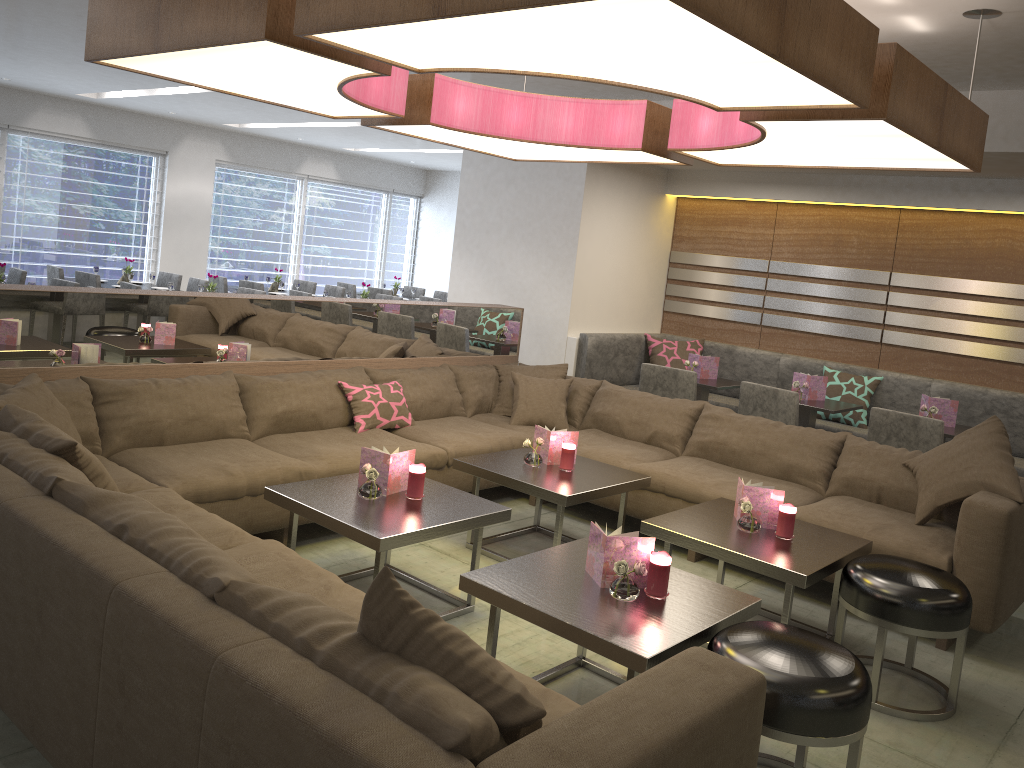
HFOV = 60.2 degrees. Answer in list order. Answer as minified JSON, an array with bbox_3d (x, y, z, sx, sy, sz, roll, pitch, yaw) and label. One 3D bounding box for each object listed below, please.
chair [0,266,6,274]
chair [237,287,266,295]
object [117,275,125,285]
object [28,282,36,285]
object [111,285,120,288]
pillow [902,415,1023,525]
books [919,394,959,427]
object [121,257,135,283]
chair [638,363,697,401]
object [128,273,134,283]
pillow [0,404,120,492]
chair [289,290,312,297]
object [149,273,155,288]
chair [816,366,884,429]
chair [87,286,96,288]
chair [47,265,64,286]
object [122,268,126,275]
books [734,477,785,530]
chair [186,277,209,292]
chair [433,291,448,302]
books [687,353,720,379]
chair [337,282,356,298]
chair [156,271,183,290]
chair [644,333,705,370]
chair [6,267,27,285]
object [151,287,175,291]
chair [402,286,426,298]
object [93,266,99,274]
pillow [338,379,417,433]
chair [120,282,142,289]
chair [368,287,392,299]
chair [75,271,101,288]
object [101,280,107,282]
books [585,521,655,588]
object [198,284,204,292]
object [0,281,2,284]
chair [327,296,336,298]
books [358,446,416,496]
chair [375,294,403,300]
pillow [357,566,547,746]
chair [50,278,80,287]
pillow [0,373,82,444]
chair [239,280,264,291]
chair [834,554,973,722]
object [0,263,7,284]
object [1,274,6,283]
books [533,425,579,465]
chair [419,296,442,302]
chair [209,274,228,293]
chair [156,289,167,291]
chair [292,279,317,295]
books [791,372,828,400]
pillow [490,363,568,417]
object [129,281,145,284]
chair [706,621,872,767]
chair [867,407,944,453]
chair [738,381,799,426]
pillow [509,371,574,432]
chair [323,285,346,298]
[{"bbox_3d":[-4.852,-0.707,7.834,0.480,0.757,0.492,10,7,35],"label":"chair"},{"bbox_3d":[-2.611,-0.502,8.140,0.480,0.757,0.492,10,7,35],"label":"chair"},{"bbox_3d":[-3.812,-1.024,8.677,0.070,0.099,0.204,7,8,10],"label":"object"},{"bbox_3d":[-3.491,-0.670,6.419,0.053,0.138,0.054,6,5,-2],"label":"object"},{"bbox_3d":[-3.649,-0.909,8.314,0.218,0.015,0.217,13,11,40],"label":"object"},{"bbox_3d":[1.946,0.378,3.796,0.298,0.509,0.626,3,8,-36],"label":"pillow"},{"bbox_3d":[2.508,0.159,5.202,0.157,0.163,0.144,7,6,5],"label":"books"},{"bbox_3d":[-3.751,-1.100,8.632,0.156,0.275,0.104,10,6,37],"label":"object"},{"bbox_3d":[1.082,0.253,5.860,0.480,0.757,0.492,10,6,32],"label":"chair"},{"bbox_3d":[-3.653,-0.995,8.466,0.053,0.138,0.054,6,5,-8],"label":"object"},{"bbox_3d":[-1.430,0.265,2.827,0.497,0.337,0.312,11,8,34],"label":"pillow"},{"bbox_3d":[-1.963,-0.541,8.885,0.491,0.757,0.481,1,8,-45],"label":"chair"},{"bbox_3d":[-3.533,-1.013,8.679,0.053,0.138,0.054,6,5,-8],"label":"object"},{"bbox_3d":[2.311,0.101,6.135,0.430,0.393,0.219,12,8,41],"label":"chair"},{"bbox_3d":[-3.305,-0.333,6.495,0.491,0.757,0.481,1,8,-45],"label":"chair"},{"bbox_3d":[-4.216,-0.746,8.565,0.491,0.757,0.481,1,8,-45],"label":"chair"},{"bbox_3d":[-3.967,-1.118,9.052,0.053,0.138,0.054,6,5,-8],"label":"object"},{"bbox_3d":[0.989,0.480,3.545,0.157,0.163,0.144,7,6,5],"label":"books"},{"bbox_3d":[-3.348,-0.678,8.762,0.491,0.757,0.481,1,8,-45],"label":"chair"},{"bbox_3d":[-1.080,-0.822,11.415,0.491,0.757,0.481,1,8,-45],"label":"chair"},{"bbox_3d":[1.340,-0.122,6.205,0.157,0.163,0.144,3,7,-30],"label":"books"},{"bbox_3d":[-1.949,-0.890,11.218,0.491,0.757,0.481,1,8,-45],"label":"chair"},{"bbox_3d":[-3.752,-0.777,9.121,0.480,0.757,0.492,10,7,35],"label":"chair"},{"bbox_3d":[1.268,-0.151,6.823,0.491,0.425,0.297,6,6,-7],"label":"chair"},{"bbox_3d":[-4.447,-0.608,7.476,0.491,0.757,0.481,1,8,-45],"label":"chair"},{"bbox_3d":[-3.399,-0.925,8.607,0.218,0.015,0.217,13,11,40],"label":"object"},{"bbox_3d":[-1.485,-0.921,11.774,0.480,0.757,0.492,10,7,35],"label":"chair"},{"bbox_3d":[-4.157,-1.106,8.831,0.053,0.138,0.054,6,5,-8],"label":"object"},{"bbox_3d":[-0.695,0.111,4.614,0.181,0.251,0.464,10,8,35],"label":"pillow"},{"bbox_3d":[-3.074,-0.471,7.585,0.491,0.757,0.481,1,8,-45],"label":"chair"},{"bbox_3d":[-1.515,-0.797,10.922,0.480,0.757,0.492,10,7,35],"label":"chair"},{"bbox_3d":[-3.782,-0.653,8.269,0.480,0.757,0.492,10,7,35],"label":"chair"},{"bbox_3d":[-4.089,-1.015,8.692,0.218,0.015,0.217,13,11,40],"label":"object"},{"bbox_3d":[0.332,0.529,2.731,0.157,0.163,0.144,5,6,-15],"label":"books"},{"bbox_3d":[-2.840,-0.843,8.062,0.053,0.138,0.054,6,5,-2],"label":"object"},{"bbox_3d":[-3.611,-0.651,6.206,0.053,0.138,0.054,6,5,-2],"label":"object"},{"bbox_3d":[-1.530,-0.448,8.588,0.480,0.757,0.492,10,7,35],"label":"chair"},{"bbox_3d":[-0.461,0.338,3.412,0.258,0.163,0.144,7,6,4],"label":"books"},{"bbox_3d":[-1.500,-0.573,9.440,0.480,0.757,0.492,10,7,35],"label":"chair"},{"bbox_3d":[-0.132,0.528,1.677,0.535,0.402,0.280,10,7,29],"label":"pillow"},{"bbox_3d":[-3.710,-0.433,6.853,0.480,0.757,0.492,10,7,35],"label":"chair"},{"bbox_3d":[-1.725,0.175,3.224,0.297,0.354,0.507,5,7,-18],"label":"pillow"},{"bbox_3d":[-2.671,-0.723,9.569,0.480,0.757,0.492,10,7,35],"label":"chair"},{"bbox_3d":[1.357,0.854,3.097,0.424,0.448,0.424,9,7,21],"label":"chair"},{"bbox_3d":[-3.708,-0.755,6.365,0.156,0.275,0.104,10,6,37],"label":"object"},{"bbox_3d":[-3.925,-0.775,6.793,0.053,0.138,0.054,6,5,-2],"label":"object"},{"bbox_3d":[0.206,0.291,4.220,0.157,0.163,0.144,3,7,-30],"label":"books"},{"bbox_3d":[-0.807,-0.615,10.238,0.491,0.757,0.481,1,8,-45],"label":"chair"},{"bbox_3d":[-3.105,-0.816,9.865,0.491,0.757,0.481,1,8,-45],"label":"chair"},{"bbox_3d":[-2.641,-0.378,7.288,0.480,0.757,0.492,10,7,35],"label":"chair"},{"bbox_3d":[-2.641,-0.848,10.421,0.480,0.757,0.492,10,7,35],"label":"chair"},{"bbox_3d":[1.919,0.017,5.707,0.157,0.163,0.144,3,7,-30],"label":"books"},{"bbox_3d":[0.112,0.051,5.368,0.527,0.392,0.293,8,6,9],"label":"pillow"},{"bbox_3d":[-3.839,-1.031,8.985,0.218,0.015,0.217,13,11,40],"label":"object"},{"bbox_3d":[0.707,0.895,2.337,0.425,0.448,0.423,11,8,36],"label":"chair"},{"bbox_3d":[2.213,0.524,4.896,0.480,0.757,0.492,11,7,42],"label":"chair"},{"bbox_3d":[1.641,0.385,5.396,0.491,0.757,0.481,1,7,-43],"label":"chair"},{"bbox_3d":[0.170,0.117,5.169,0.380,0.321,0.237,6,6,-5],"label":"pillow"},{"bbox_3d":[-2.237,-0.748,10.062,0.491,0.757,0.481,1,8,-45],"label":"chair"}]
